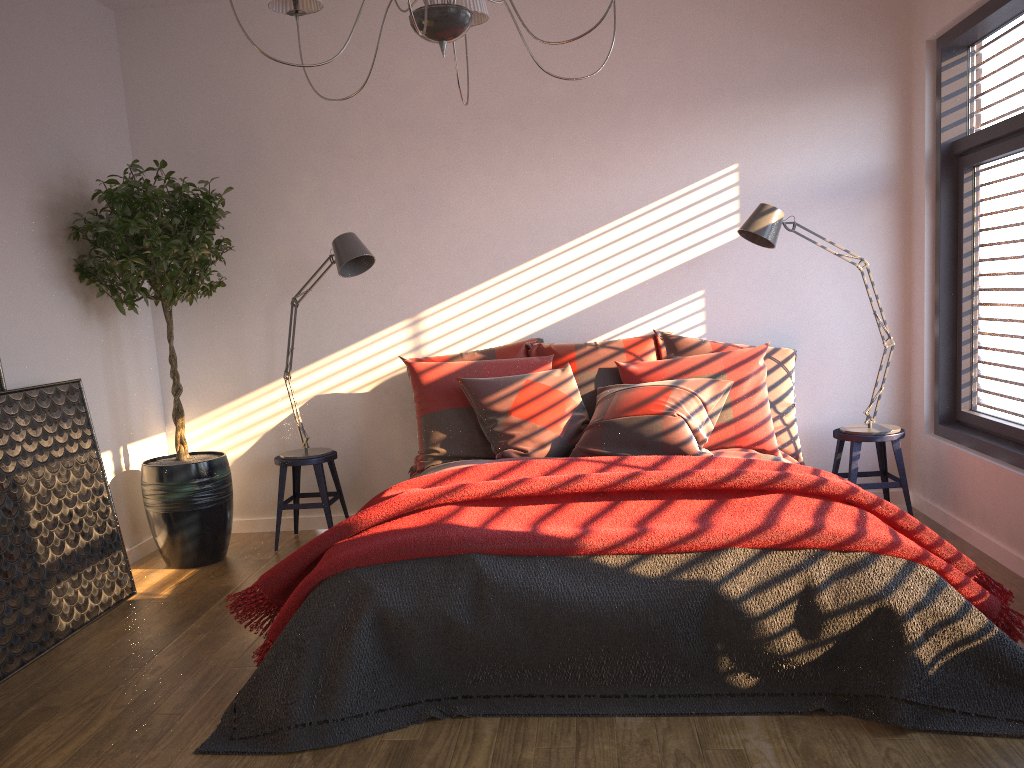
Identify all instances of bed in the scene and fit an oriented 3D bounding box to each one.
[{"bbox_3d":[0.403,0.485,3.711,2.036,0.775,2.297,-3,6,5],"label":"bed"}]

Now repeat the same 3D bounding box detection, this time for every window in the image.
[{"bbox_3d":[2.096,-0.581,3.130,0.170,1.954,2.618,-3,7,5],"label":"window"}]

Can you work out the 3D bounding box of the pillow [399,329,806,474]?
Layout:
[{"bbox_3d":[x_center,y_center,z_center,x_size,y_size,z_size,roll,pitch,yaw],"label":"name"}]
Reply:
[{"bbox_3d":[0.443,0.138,4.271,2.142,0.739,1.136,-3,6,3],"label":"pillow"}]

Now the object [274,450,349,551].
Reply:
[{"bbox_3d":[-1.096,0.622,4.818,0.338,0.484,0.339,-3,7,5],"label":"object"}]

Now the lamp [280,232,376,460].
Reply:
[{"bbox_3d":[-0.970,-0.173,4.525,0.278,1.136,0.787,-12,11,-44],"label":"lamp"}]

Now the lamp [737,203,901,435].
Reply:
[{"bbox_3d":[1.484,-0.312,4.294,0.788,1.136,0.277,-4,8,-3],"label":"lamp"}]

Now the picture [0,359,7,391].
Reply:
[{"bbox_3d":[-2.091,0.479,3.025,0.172,1.261,1.239,-3,7,5],"label":"picture"}]

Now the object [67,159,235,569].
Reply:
[{"bbox_3d":[-1.742,-0.075,4.436,0.813,2.035,0.795,-3,8,9],"label":"object"}]

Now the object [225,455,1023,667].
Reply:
[{"bbox_3d":[0.325,0.620,3.071,2.645,0.665,0.678,-3,7,6],"label":"object"}]

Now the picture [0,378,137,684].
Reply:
[{"bbox_3d":[-1.925,0.534,3.560,0.210,1.034,1.018,-3,7,5],"label":"picture"}]

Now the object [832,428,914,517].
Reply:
[{"bbox_3d":[1.783,0.470,4.432,0.338,0.484,0.339,-3,7,3],"label":"object"}]

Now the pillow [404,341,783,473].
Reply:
[{"bbox_3d":[0.364,0.112,4.308,1.815,0.556,0.524,-3,7,6],"label":"pillow"}]

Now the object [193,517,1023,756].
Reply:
[{"bbox_3d":[0.351,0.662,2.932,2.506,0.572,1.114,-3,6,6],"label":"object"}]

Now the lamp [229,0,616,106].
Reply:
[{"bbox_3d":[-0.214,-1.365,2.288,1.101,1.087,1.238,-3,7,5],"label":"lamp"}]
